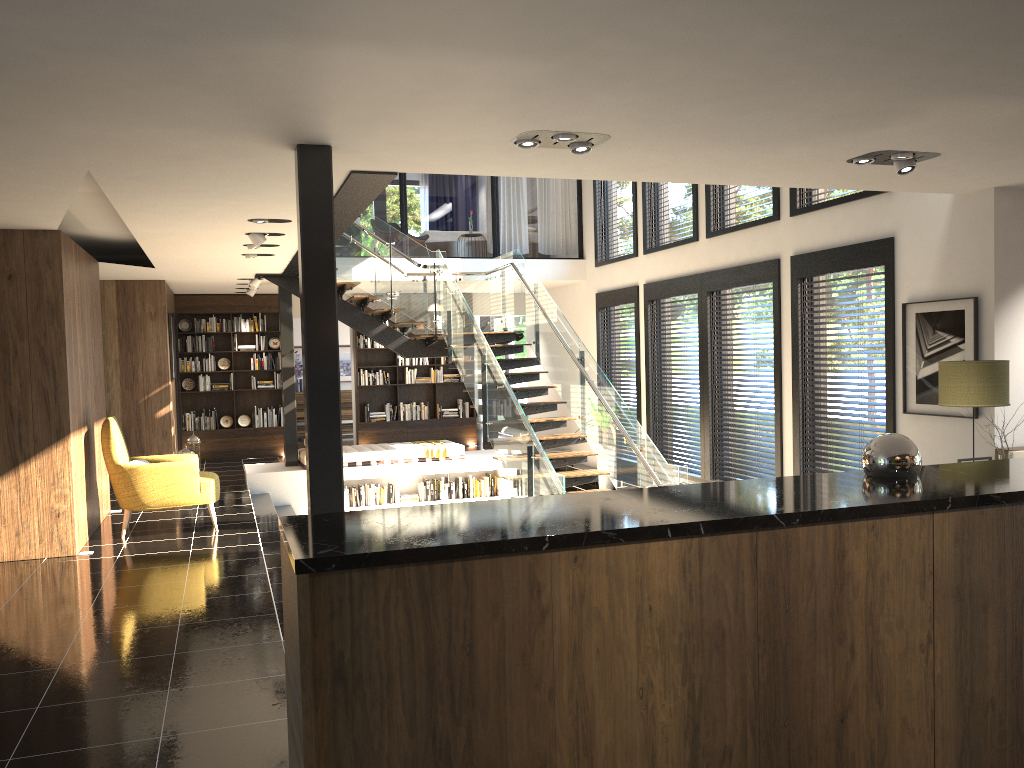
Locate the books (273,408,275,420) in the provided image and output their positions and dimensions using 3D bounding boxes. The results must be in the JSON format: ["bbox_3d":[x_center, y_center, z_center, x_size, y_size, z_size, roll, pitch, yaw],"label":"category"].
[{"bbox_3d":[-3.951,0.556,14.745,0.011,0.300,0.153,-2,3,-18],"label":"books"}]

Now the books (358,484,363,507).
[{"bbox_3d":[-2.124,1.558,12.425,0.033,0.300,0.195,-2,2,-18],"label":"books"}]

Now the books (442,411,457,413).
[{"bbox_3d":[-1.112,0.484,15.652,0.251,0.026,0.148,-2,2,-22],"label":"books"}]

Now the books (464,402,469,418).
[{"bbox_3d":[-0.808,0.454,15.724,0.025,0.274,0.204,-2,2,-18],"label":"books"}]

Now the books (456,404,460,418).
[{"bbox_3d":[-0.951,0.473,15.683,0.026,0.247,0.149,-2,3,-18],"label":"books"}]

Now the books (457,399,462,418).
[{"bbox_3d":[-0.926,0.433,15.692,0.030,0.326,0.195,-2,3,-18],"label":"books"}]

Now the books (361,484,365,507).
[{"bbox_3d":[-2.100,1.560,12.447,0.025,0.293,0.205,-2,2,-18],"label":"books"}]

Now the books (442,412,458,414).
[{"bbox_3d":[-1.107,0.509,15.643,0.263,0.024,0.167,-2,2,-23],"label":"books"}]

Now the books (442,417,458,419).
[{"bbox_3d":[-1.109,0.589,15.656,0.273,0.025,0.156,-2,2,-20],"label":"books"}]

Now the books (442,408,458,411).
[{"bbox_3d":[-1.108,0.456,15.637,0.288,0.030,0.175,-2,2,-14],"label":"books"}]

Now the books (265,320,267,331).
[{"bbox_3d":[-4.077,-0.966,14.690,0.022,0.195,0.135,-2,2,-18],"label":"books"}]

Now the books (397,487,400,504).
[{"bbox_3d":[-1.635,1.580,12.616,0.030,0.218,0.186,-2,2,-18],"label":"books"}]

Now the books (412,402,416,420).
[{"bbox_3d":[-1.707,0.472,15.445,0.032,0.306,0.155,-2,3,-18],"label":"books"}]

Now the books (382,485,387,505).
[{"bbox_3d":[-1.804,1.567,12.534,0.050,0.258,0.215,-2,2,-18],"label":"books"}]

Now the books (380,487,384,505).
[{"bbox_3d":[-1.839,1.581,12.515,0.028,0.233,0.205,-2,2,-18],"label":"books"}]

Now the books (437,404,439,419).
[{"bbox_3d":[-1.314,0.478,15.582,0.024,0.264,0.174,-2,2,-18],"label":"books"}]

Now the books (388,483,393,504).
[{"bbox_3d":[-1.729,1.550,12.593,0.030,0.284,0.176,-2,2,-18],"label":"books"}]

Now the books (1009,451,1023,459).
[{"bbox_3d":[3.491,0.619,6.103,0.160,0.312,0.035,-2,3,-18],"label":"books"}]

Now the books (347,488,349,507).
[{"bbox_3d":[-2.305,1.590,12.420,0.026,0.247,0.149,-2,3,-18],"label":"books"}]

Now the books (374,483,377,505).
[{"bbox_3d":[-1.935,1.554,12.501,0.023,0.293,0.157,-2,3,-18],"label":"books"}]

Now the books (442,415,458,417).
[{"bbox_3d":[-1.107,0.561,15.647,0.286,0.031,0.176,-2,2,-20],"label":"books"}]

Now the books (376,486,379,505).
[{"bbox_3d":[-1.912,1.573,12.526,0.034,0.252,0.151,-2,3,-18],"label":"books"}]

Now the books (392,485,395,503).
[{"bbox_3d":[-1.698,1.565,12.622,0.045,0.252,0.142,-2,3,-18],"label":"books"}]

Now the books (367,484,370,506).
[{"bbox_3d":[-2.029,1.560,12.478,0.025,0.287,0.169,-2,3,-18],"label":"books"}]

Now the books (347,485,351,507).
[{"bbox_3d":[-2.281,1.570,12.426,0.025,0.285,0.137,-2,3,-18],"label":"books"}]

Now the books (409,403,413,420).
[{"bbox_3d":[-1.763,0.477,15.432,0.032,0.298,0.169,-2,3,-18],"label":"books"}]

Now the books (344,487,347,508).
[{"bbox_3d":[-2.324,1.580,12.342,0.021,0.271,0.148,-2,3,-18],"label":"books"}]

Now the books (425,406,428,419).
[{"bbox_3d":[-1.498,0.503,15.518,0.026,0.227,0.129,-2,3,-18],"label":"books"}]

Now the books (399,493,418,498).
[{"bbox_3d":[-1.483,1.596,12.685,0.249,0.026,0.148,-2,2,-21],"label":"books"}]

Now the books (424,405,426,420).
[{"bbox_3d":[-1.542,0.494,15.483,0.028,0.250,0.162,-2,2,-18],"label":"books"}]

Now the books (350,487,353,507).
[{"bbox_3d":[-2.253,1.582,12.420,0.023,0.260,0.133,-2,3,-18],"label":"books"}]

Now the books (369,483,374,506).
[{"bbox_3d":[-1.978,1.550,12.488,0.026,0.305,0.187,-2,3,-18],"label":"books"}]

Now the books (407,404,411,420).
[{"bbox_3d":[-1.793,0.487,15.424,0.031,0.281,0.141,-2,3,-18],"label":"books"}]

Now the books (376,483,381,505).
[{"bbox_3d":[-1.884,1.551,12.545,0.036,0.294,0.128,-2,3,-18],"label":"books"}]

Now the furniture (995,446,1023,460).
[{"bbox_3d":[5.009,0.816,6.289,2.609,0.823,1.364,-2,2,-18],"label":"furniture"}]

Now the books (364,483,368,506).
[{"bbox_3d":[-2.055,1.551,12.479,0.023,0.308,0.126,-2,3,-18],"label":"books"}]

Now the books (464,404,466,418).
[{"bbox_3d":[-0.856,0.476,15.725,0.022,0.234,0.178,-2,2,-18],"label":"books"}]

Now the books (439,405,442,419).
[{"bbox_3d":[-1.259,0.489,15.577,0.026,0.238,0.159,-2,2,-18],"label":"books"}]

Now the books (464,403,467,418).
[{"bbox_3d":[-0.832,0.465,15.724,0.023,0.254,0.191,-2,2,-18],"label":"books"}]

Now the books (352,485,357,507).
[{"bbox_3d":[-2.203,1.570,12.409,0.028,0.283,0.172,-2,3,-18],"label":"books"}]

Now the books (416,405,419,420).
[{"bbox_3d":[-1.652,0.495,15.458,0.034,0.255,0.194,-2,2,-18],"label":"books"}]

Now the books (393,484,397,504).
[{"bbox_3d":[-1.659,1.561,12.607,0.020,0.258,0.154,-2,3,-18],"label":"books"}]

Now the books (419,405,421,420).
[{"bbox_3d":[-1.623,0.496,15.470,0.029,0.250,0.142,-2,3,-18],"label":"books"}]

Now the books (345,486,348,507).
[{"bbox_3d":[-2.312,1.567,12.369,0.020,0.296,0.102,-2,3,-18],"label":"books"}]

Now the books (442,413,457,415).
[{"bbox_3d":[-1.111,0.533,15.656,0.250,0.026,0.148,-2,2,-22],"label":"books"}]

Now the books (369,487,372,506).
[{"bbox_3d":[-1.997,1.580,12.465,0.027,0.246,0.193,-2,2,-18],"label":"books"}]

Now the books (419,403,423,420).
[{"bbox_3d":[-1.594,0.481,15.472,0.028,0.280,0.154,-2,3,-18],"label":"books"}]

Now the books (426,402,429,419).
[{"bbox_3d":[-1.479,0.462,15.533,0.022,0.307,0.131,-2,3,-18],"label":"books"}]

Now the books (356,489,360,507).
[{"bbox_3d":[-2.169,1.592,12.435,0.050,0.234,0.149,-2,2,-18],"label":"books"}]

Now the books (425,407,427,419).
[{"bbox_3d":[-1.522,0.507,15.511,0.026,0.221,0.145,-2,2,-18],"label":"books"}]

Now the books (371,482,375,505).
[{"bbox_3d":[-1.955,1.549,12.491,0.020,0.305,0.172,-2,3,-18],"label":"books"}]

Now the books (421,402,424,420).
[{"bbox_3d":[-1.571,0.472,15.486,0.025,0.294,0.177,-2,3,-18],"label":"books"}]

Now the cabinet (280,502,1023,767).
[{"bbox_3d":[1.023,0.935,3.267,3.563,0.994,0.698,-2,2,-18],"label":"cabinet"}]

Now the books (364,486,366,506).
[{"bbox_3d":[-2.079,1.570,12.472,0.029,0.271,0.128,-2,3,-18],"label":"books"}]

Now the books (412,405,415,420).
[{"bbox_3d":[-1.728,0.498,15.419,0.025,0.255,0.202,-2,2,-18],"label":"books"}]

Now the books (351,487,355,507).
[{"bbox_3d":[-2.228,1.581,12.411,0.019,0.261,0.182,-2,2,-18],"label":"books"}]

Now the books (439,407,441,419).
[{"bbox_3d":[-1.285,0.509,15.578,0.025,0.199,0.149,-2,2,-18],"label":"books"}]
